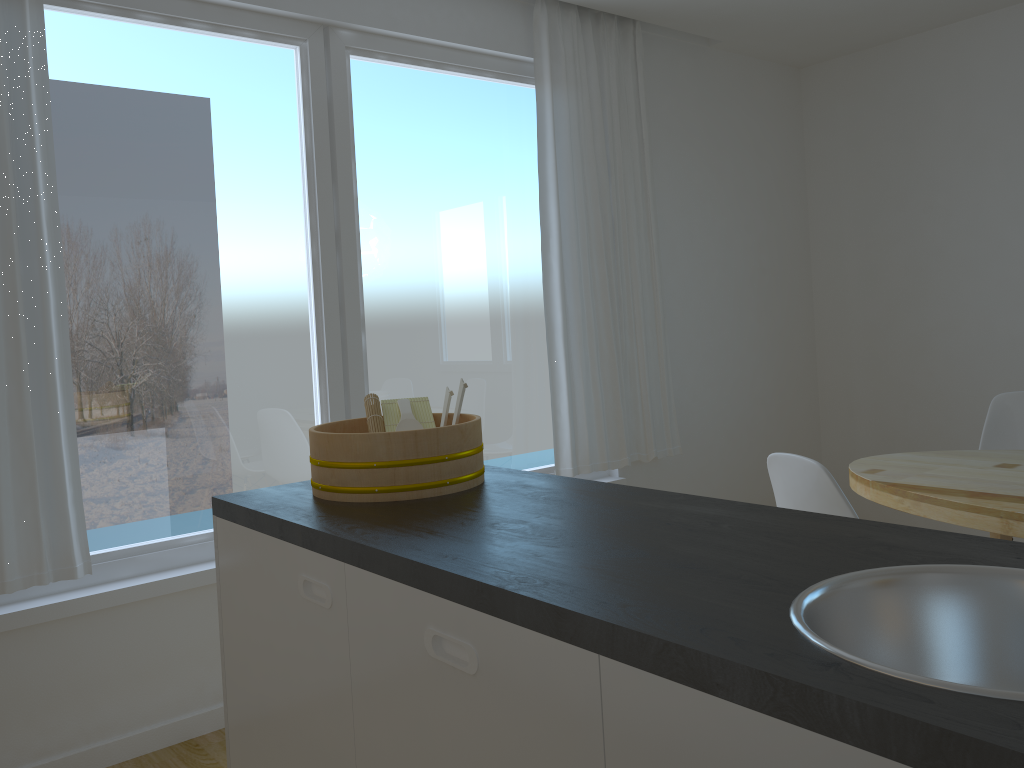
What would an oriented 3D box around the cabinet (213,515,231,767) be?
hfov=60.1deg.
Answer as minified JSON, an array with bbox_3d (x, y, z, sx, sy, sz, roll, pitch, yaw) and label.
[{"bbox_3d":[0.357,0.732,1.186,0.602,0.909,2.399,-4,3,-39],"label":"cabinet"}]

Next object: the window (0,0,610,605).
[{"bbox_3d":[-0.678,-0.404,3.390,2.733,1.917,0.088,-5,1,-39],"label":"window"}]

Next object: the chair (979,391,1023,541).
[{"bbox_3d":[2.007,0.499,3.367,0.429,0.901,0.524,-3,1,26],"label":"chair"}]

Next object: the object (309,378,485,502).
[{"bbox_3d":[-0.258,0.115,1.970,0.378,0.214,0.430,-4,3,-10],"label":"object"}]

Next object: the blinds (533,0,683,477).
[{"bbox_3d":[0.456,-0.696,4.063,0.796,2.159,0.150,-4,0,-38],"label":"blinds"}]

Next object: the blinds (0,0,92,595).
[{"bbox_3d":[-1.616,-0.468,2.392,0.796,2.159,0.150,-4,0,-39],"label":"blinds"}]

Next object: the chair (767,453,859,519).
[{"bbox_3d":[1.016,0.617,2.438,0.524,0.901,0.430,-4,1,-19],"label":"chair"}]

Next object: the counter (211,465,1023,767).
[{"bbox_3d":[0.330,0.258,1.185,0.602,0.040,2.399,-6,5,-39],"label":"counter"}]

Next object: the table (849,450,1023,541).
[{"bbox_3d":[1.985,0.651,2.393,1.196,0.724,2.188,-6,4,-40],"label":"table"}]

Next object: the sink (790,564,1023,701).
[{"bbox_3d":[0.504,0.319,0.919,0.404,0.157,0.405,-3,3,3],"label":"sink"}]
